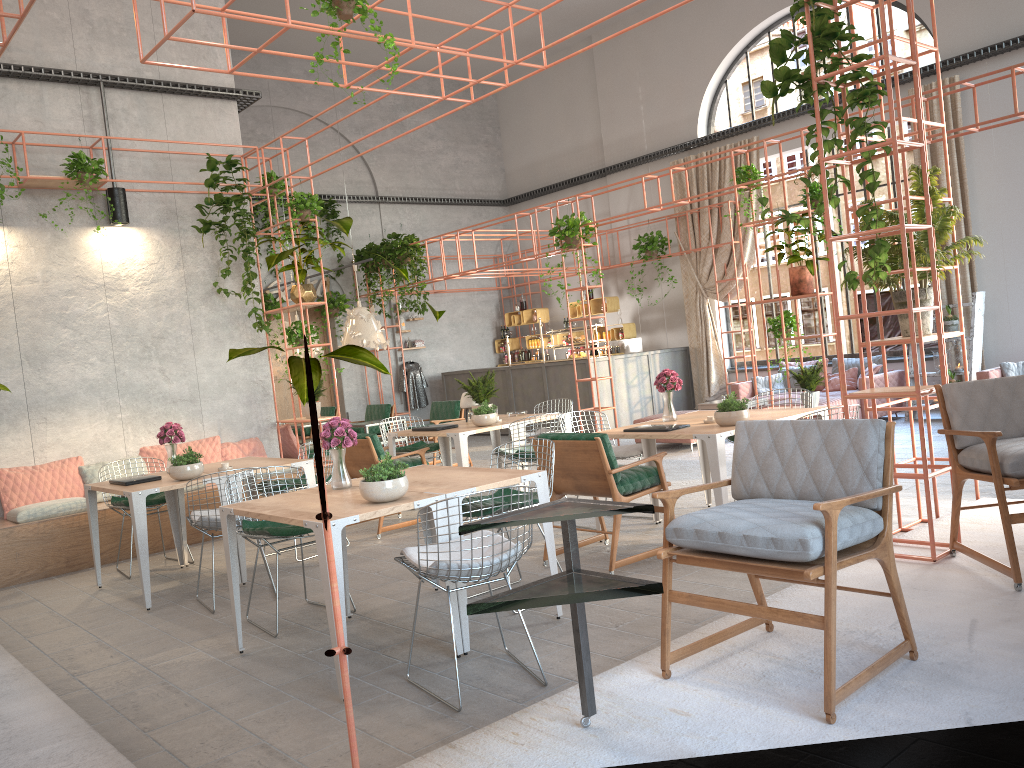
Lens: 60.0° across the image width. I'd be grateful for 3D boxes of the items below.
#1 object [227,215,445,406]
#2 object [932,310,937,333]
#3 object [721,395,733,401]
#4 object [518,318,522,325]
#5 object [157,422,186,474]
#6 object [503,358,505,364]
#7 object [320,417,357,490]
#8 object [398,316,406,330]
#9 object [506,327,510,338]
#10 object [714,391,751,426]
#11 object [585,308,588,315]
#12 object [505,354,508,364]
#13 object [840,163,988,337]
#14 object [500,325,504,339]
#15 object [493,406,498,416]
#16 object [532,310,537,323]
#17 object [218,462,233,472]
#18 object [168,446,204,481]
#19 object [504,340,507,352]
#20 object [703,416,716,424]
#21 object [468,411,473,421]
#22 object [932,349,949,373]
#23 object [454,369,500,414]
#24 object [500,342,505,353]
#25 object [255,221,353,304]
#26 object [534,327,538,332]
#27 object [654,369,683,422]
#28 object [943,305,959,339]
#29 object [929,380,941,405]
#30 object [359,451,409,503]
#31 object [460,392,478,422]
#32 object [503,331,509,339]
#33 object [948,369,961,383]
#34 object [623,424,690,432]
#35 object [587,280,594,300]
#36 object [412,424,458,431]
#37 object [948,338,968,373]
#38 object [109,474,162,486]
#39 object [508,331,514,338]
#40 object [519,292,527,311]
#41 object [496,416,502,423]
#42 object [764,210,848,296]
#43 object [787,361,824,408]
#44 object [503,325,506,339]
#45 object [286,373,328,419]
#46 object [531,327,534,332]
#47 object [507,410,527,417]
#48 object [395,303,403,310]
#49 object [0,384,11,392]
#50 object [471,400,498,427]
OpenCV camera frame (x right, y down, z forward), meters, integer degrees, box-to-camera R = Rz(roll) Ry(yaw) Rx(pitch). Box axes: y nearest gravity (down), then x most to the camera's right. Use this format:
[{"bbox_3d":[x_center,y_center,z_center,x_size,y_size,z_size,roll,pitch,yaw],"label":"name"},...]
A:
[{"bbox_3d":[-0.513,-0.065,2.523,0.934,0.923,0.903,-6,2,16],"label":"object"},{"bbox_3d":[5.601,-0.842,11.876,0.216,0.500,0.216,-7,2,-8],"label":"object"},{"bbox_3d":[3.048,0.235,12.656,0.199,0.145,0.156,-7,2,-25],"label":"object"},{"bbox_3d":[0.194,-1.283,18.141,0.123,0.142,0.141,-8,3,-40],"label":"object"},{"bbox_3d":[-2.749,0.511,7.183,0.225,0.414,0.213,-4,3,42],"label":"object"},{"bbox_3d":[-0.160,-0.486,18.634,0.073,0.131,0.073,-7,2,-15],"label":"object"},{"bbox_3d":[-0.987,0.394,5.087,0.225,0.414,0.213,-4,3,42],"label":"object"},{"bbox_3d":[-2.156,-1.207,17.253,0.136,0.336,0.145,-7,2,-26],"label":"object"},{"bbox_3d":[-0.085,-1.105,18.695,0.066,0.291,0.066,-6,2,0],"label":"object"},{"bbox_3d":[1.539,0.177,6.234,0.247,0.247,0.252,-8,3,-40],"label":"object"},{"bbox_3d":[1.428,-1.365,16.673,0.123,0.142,0.141,-8,3,-40],"label":"object"},{"bbox_3d":[-0.117,-0.528,18.559,0.070,0.209,0.070,-5,3,40],"label":"object"},{"bbox_3d":[2.635,-0.868,5.873,0.894,1.100,0.900,-7,2,-11],"label":"object"},{"bbox_3d":[-0.206,-1.087,18.595,0.066,0.291,0.066,-6,2,20],"label":"object"},{"bbox_3d":[-0.187,0.295,9.107,0.095,0.119,0.095,-7,2,-16],"label":"object"},{"bbox_3d":[0.479,-1.364,17.889,0.137,0.261,0.137,-7,2,-4],"label":"object"},{"bbox_3d":[-2.227,0.637,6.886,0.115,0.078,0.115,-8,3,-34],"label":"object"},{"bbox_3d":[-2.405,0.582,6.534,0.248,0.247,0.254,-8,3,-40],"label":"object"},{"bbox_3d":[-0.100,-0.796,18.518,0.072,0.248,0.094,-8,3,-40],"label":"object"},{"bbox_3d":[1.465,0.259,6.520,0.115,0.073,0.115,-4,3,44],"label":"object"},{"bbox_3d":[-0.352,0.295,9.247,0.210,0.154,0.165,-5,3,40],"label":"object"},{"bbox_3d":[5.661,-0.300,11.702,0.223,0.297,0.223,-7,2,-21],"label":"object"},{"bbox_3d":[-0.307,0.118,8.787,0.438,0.527,0.368,-8,3,-40],"label":"object"},{"bbox_3d":[-0.189,-0.765,18.647,0.131,0.207,0.131,-6,2,5],"label":"object"},{"bbox_3d":[-2.257,-1.352,9.704,0.934,0.947,0.903,-6,2,11],"label":"object"},{"bbox_3d":[0.478,-1.068,17.816,0.083,0.159,0.083,-8,3,-31],"label":"object"},{"bbox_3d":[1.236,0.085,6.973,0.225,0.414,0.213,-4,3,42],"label":"object"},{"bbox_3d":[5.767,-0.829,11.676,0.212,0.457,0.217,-7,2,-23],"label":"object"},{"bbox_3d":[5.574,0.115,11.650,0.208,0.320,0.192,-8,3,-34],"label":"object"},{"bbox_3d":[-0.647,0.465,4.443,0.247,0.247,0.252,-8,3,-40],"label":"object"},{"bbox_3d":[-0.410,0.236,9.097,0.241,0.313,0.241,-6,2,5],"label":"object"},{"bbox_3d":[-0.118,-1.022,18.525,0.115,0.147,0.115,-6,2,5],"label":"object"},{"bbox_3d":[5.703,0.034,11.440,0.236,0.464,0.225,-5,2,28],"label":"object"},{"bbox_3d":[1.058,0.329,6.493,0.268,0.031,0.427,-8,3,-40],"label":"object"},{"bbox_3d":[1.459,-1.777,16.730,0.134,0.386,0.134,-5,3,39],"label":"object"},{"bbox_3d":[-0.748,0.425,8.610,0.268,0.031,0.427,-8,3,-40],"label":"object"},{"bbox_3d":[5.781,-0.373,11.498,0.216,0.430,0.219,-4,3,43],"label":"object"},{"bbox_3d":[-2.888,0.734,6.794,0.268,0.031,0.427,-8,3,-40],"label":"object"},{"bbox_3d":[-0.018,-1.037,18.610,0.115,0.147,0.115,-6,2,5],"label":"object"},{"bbox_3d":[0.224,-1.694,18.198,0.134,0.386,0.134,-7,2,-6],"label":"object"},{"bbox_3d":[-0.156,0.338,8.644,0.115,0.078,0.115,-8,3,-34],"label":"object"},{"bbox_3d":[3.263,-1.465,9.807,0.923,0.946,0.924,-6,2,16],"label":"object"},{"bbox_3d":[3.315,0.002,9.885,0.438,0.527,0.368,-8,3,-40],"label":"object"},{"bbox_3d":[-0.148,-1.096,18.645,0.066,0.291,0.066,-8,3,-34],"label":"object"},{"bbox_3d":[-2.225,0.121,9.756,0.438,0.527,0.368,-8,3,-40],"label":"object"},{"bbox_3d":[0.419,-1.064,17.885,0.083,0.159,0.083,-8,3,-31],"label":"object"},{"bbox_3d":[0.053,0.306,9.158,0.218,0.041,0.218,-8,3,-32],"label":"object"},{"bbox_3d":[-2.190,-1.508,17.232,0.133,0.145,0.133,-6,2,12],"label":"object"},{"bbox_3d":[-4.788,0.196,7.525,0.934,0.919,0.903,-6,2,21],"label":"object"},{"bbox_3d":[-0.266,0.273,8.350,0.248,0.247,0.254,-8,3,-40],"label":"object"}]
